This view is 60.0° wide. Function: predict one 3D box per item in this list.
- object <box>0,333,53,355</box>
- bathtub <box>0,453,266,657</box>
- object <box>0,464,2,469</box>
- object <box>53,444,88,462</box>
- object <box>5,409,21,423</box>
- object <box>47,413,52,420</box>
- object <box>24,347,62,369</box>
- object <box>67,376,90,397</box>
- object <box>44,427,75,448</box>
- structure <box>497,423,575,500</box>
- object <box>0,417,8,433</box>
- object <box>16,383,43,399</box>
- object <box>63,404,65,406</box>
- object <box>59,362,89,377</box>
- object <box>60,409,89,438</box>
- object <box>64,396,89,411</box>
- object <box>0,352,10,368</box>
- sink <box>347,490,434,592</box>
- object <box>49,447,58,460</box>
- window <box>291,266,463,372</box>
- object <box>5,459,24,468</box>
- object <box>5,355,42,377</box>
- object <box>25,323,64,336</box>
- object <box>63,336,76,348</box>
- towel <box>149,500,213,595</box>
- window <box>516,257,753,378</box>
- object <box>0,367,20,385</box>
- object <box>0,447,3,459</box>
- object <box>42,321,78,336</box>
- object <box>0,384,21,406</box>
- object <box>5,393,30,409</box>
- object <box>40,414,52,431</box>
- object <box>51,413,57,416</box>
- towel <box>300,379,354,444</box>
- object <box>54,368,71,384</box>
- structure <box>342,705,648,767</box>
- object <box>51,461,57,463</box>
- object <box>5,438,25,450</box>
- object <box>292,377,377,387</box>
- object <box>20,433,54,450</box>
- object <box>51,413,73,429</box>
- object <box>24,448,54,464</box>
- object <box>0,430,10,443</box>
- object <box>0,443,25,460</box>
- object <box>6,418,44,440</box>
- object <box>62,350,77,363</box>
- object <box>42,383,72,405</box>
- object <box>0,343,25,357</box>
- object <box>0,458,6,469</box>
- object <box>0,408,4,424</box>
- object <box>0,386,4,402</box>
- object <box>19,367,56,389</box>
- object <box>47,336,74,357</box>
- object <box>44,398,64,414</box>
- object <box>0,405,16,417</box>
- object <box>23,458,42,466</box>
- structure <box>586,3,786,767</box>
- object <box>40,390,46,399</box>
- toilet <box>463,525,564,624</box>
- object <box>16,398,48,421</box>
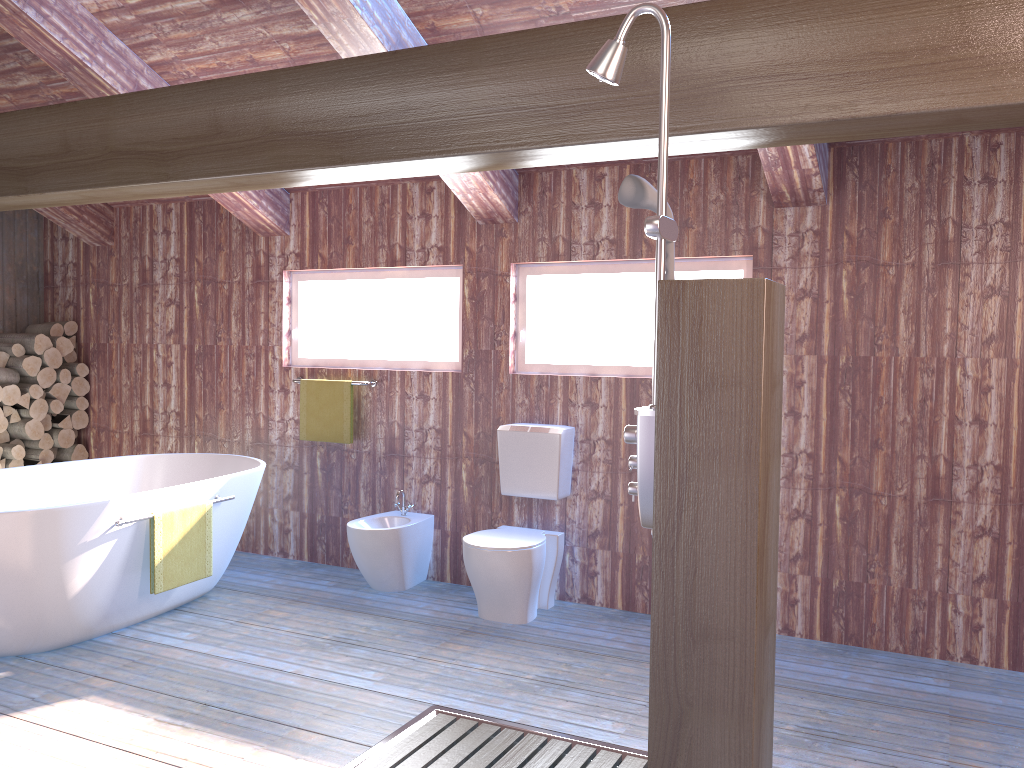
[{"bbox_3d":[-3.294,-0.270,5.958,0.456,0.139,0.135,2,3,27],"label":"object"},{"bbox_3d":[-2.034,0.557,4.243,1.935,1.109,1.460,-1,3,-42],"label":"bathtub"},{"bbox_3d":[-3.445,0.517,5.652,0.437,0.100,0.098,2,3,24],"label":"object"},{"bbox_3d":[-3.193,0.476,6.223,0.455,0.137,0.139,2,3,24],"label":"object"},{"bbox_3d":[-3.354,0.202,5.836,0.280,0.096,0.085,2,3,27],"label":"object"},{"bbox_3d":[-3.230,0.223,6.053,0.177,0.069,0.065,2,3,25],"label":"object"},{"bbox_3d":[-3.257,-0.180,6.001,0.437,0.143,0.141,2,3,24],"label":"object"},{"bbox_3d":[-3.165,0.006,6.207,0.439,0.152,0.147,2,3,27],"label":"object"},{"bbox_3d":[-3.225,0.365,6.119,0.437,0.133,0.137,2,3,24],"label":"object"},{"bbox_3d":[0.119,0.392,4.527,0.358,0.363,0.182,2,3,27],"label":"structure"},{"bbox_3d":[-3.399,0.248,5.727,0.291,0.123,0.115,2,3,27],"label":"object"},{"bbox_3d":[-3.308,0.038,5.901,0.438,0.109,0.102,2,3,27],"label":"object"},{"bbox_3d":[-3.227,0.125,6.182,0.280,0.092,0.088,2,3,27],"label":"object"},{"bbox_3d":[-3.155,-0.108,6.212,0.438,0.109,0.102,2,3,27],"label":"object"},{"bbox_3d":[-3.176,0.290,6.220,0.439,0.256,0.137,2,3,27],"label":"object"},{"bbox_3d":[-3.160,0.124,6.218,0.438,0.109,0.102,2,3,27],"label":"object"},{"bbox_3d":[-3.456,-0.155,5.813,0.319,0.121,0.140,2,3,28],"label":"object"},{"bbox_3d":[-0.665,0.845,4.756,0.335,0.517,0.515,2,3,27],"label":"sink"},{"bbox_3d":[-3.315,0.479,6.154,0.319,0.106,0.118,2,3,24],"label":"object"},{"bbox_3d":[-0.788,-0.378,5.166,1.255,0.587,0.054,2,3,27],"label":"window"},{"bbox_3d":[-3.363,0.528,5.838,0.301,0.113,0.111,2,3,25],"label":"object"},{"bbox_3d":[-3.334,-0.129,5.887,0.458,0.148,0.139,2,3,27],"label":"object"},{"bbox_3d":[-3.229,-0.359,6.122,0.270,0.121,0.104,2,3,27],"label":"object"},{"bbox_3d":[-3.196,-0.301,6.232,0.281,0.100,0.081,2,3,26],"label":"object"},{"bbox_3d":[-1.502,0.737,4.043,0.032,0.361,0.370,2,3,22],"label":"towel"},{"bbox_3d":[0.589,-0.328,4.464,1.255,0.587,0.054,2,3,27],"label":"window"},{"bbox_3d":[-3.314,-0.057,5.658,0.121,0.157,0.302,2,3,27],"label":"object"},{"bbox_3d":[-3.424,0.440,5.706,0.303,0.120,0.114,2,3,27],"label":"object"},{"bbox_3d":[-3.183,-0.386,6.218,0.271,0.113,0.112,2,3,26],"label":"object"},{"bbox_3d":[-3.390,0.059,5.749,0.440,0.147,0.138,2,3,27],"label":"object"},{"bbox_3d":[-3.348,0.112,5.824,0.424,0.124,0.109,2,3,26],"label":"object"},{"bbox_3d":[-3.260,0.252,5.991,0.302,0.118,0.111,2,3,25],"label":"object"},{"bbox_3d":[-3.204,0.184,6.105,0.177,0.069,0.067,2,3,26],"label":"object"},{"bbox_3d":[-1.076,0.157,5.137,0.370,0.361,0.032,2,3,26],"label":"towel"},{"bbox_3d":[-3.212,-0.060,6.094,0.437,0.106,0.089,2,3,27],"label":"object"},{"bbox_3d":[-0.059,1.227,2.557,1.000,0.067,1.000,2,3,26],"label":"structure"},{"bbox_3d":[-3.218,0.581,6.257,0.301,0.113,0.114,2,3,24],"label":"object"},{"bbox_3d":[-3.415,0.417,5.940,0.289,0.118,0.116,2,3,24],"label":"object"},{"bbox_3d":[-1.053,-0.011,5.160,0.581,0.043,0.091,2,3,27],"label":"object"},{"bbox_3d":[-3.252,0.379,5.992,0.301,0.113,0.114,2,3,24],"label":"object"},{"bbox_3d":[-3.217,0.248,6.111,0.423,0.112,0.115,2,3,27],"label":"object"},{"bbox_3d":[-3.248,0.487,5.997,0.289,0.117,0.116,2,3,24],"label":"object"},{"bbox_3d":[-3.461,0.334,5.841,0.321,0.127,0.104,2,3,27],"label":"object"},{"bbox_3d":[-3.375,0.433,5.796,0.437,0.100,0.098,2,3,24],"label":"object"},{"bbox_3d":[-3.324,0.291,5.895,0.437,0.143,0.141,2,3,24],"label":"object"},{"bbox_3d":[-3.187,-0.204,6.221,0.269,0.115,0.107,2,3,27],"label":"object"},{"bbox_3d":[-3.255,0.057,6.084,0.482,0.151,0.172,2,3,27],"label":"object"},{"bbox_3d":[-3.321,-0.225,5.840,0.227,0.097,0.094,2,3,27],"label":"object"},{"bbox_3d":[-3.410,0.516,5.738,0.279,0.089,0.086,2,3,24],"label":"object"},{"bbox_3d":[-3.442,0.186,5.637,0.437,0.143,0.141,2,3,24],"label":"object"},{"bbox_3d":[-3.440,0.049,5.645,0.439,0.145,0.135,2,3,27],"label":"object"},{"bbox_3d":[-3.276,-0.042,5.971,0.440,0.151,0.143,2,3,27],"label":"object"},{"bbox_3d":[-3.226,-0.260,6.103,0.456,0.142,0.133,2,3,27],"label":"object"},{"bbox_3d":[-3.244,0.140,6.042,0.438,0.109,0.102,2,3,27],"label":"object"},{"bbox_3d":[-3.368,0.169,5.790,0.280,0.092,0.088,2,3,27],"label":"object"},{"bbox_3d":[-3.314,0.545,5.928,0.423,0.112,0.115,2,3,27],"label":"object"},{"bbox_3d":[0.453,0.131,2.288,0.328,2.209,0.522,-2,3,-43],"label":"structure"},{"bbox_3d":[-3.259,0.084,5.962,0.278,0.090,0.095,2,3,28],"label":"object"},{"bbox_3d":[-0.015,0.934,4.305,0.375,0.400,0.534,2,3,27],"label":"toilet"},{"bbox_3d":[-3.303,0.166,5.929,0.439,0.157,0.136,2,3,27],"label":"object"}]
